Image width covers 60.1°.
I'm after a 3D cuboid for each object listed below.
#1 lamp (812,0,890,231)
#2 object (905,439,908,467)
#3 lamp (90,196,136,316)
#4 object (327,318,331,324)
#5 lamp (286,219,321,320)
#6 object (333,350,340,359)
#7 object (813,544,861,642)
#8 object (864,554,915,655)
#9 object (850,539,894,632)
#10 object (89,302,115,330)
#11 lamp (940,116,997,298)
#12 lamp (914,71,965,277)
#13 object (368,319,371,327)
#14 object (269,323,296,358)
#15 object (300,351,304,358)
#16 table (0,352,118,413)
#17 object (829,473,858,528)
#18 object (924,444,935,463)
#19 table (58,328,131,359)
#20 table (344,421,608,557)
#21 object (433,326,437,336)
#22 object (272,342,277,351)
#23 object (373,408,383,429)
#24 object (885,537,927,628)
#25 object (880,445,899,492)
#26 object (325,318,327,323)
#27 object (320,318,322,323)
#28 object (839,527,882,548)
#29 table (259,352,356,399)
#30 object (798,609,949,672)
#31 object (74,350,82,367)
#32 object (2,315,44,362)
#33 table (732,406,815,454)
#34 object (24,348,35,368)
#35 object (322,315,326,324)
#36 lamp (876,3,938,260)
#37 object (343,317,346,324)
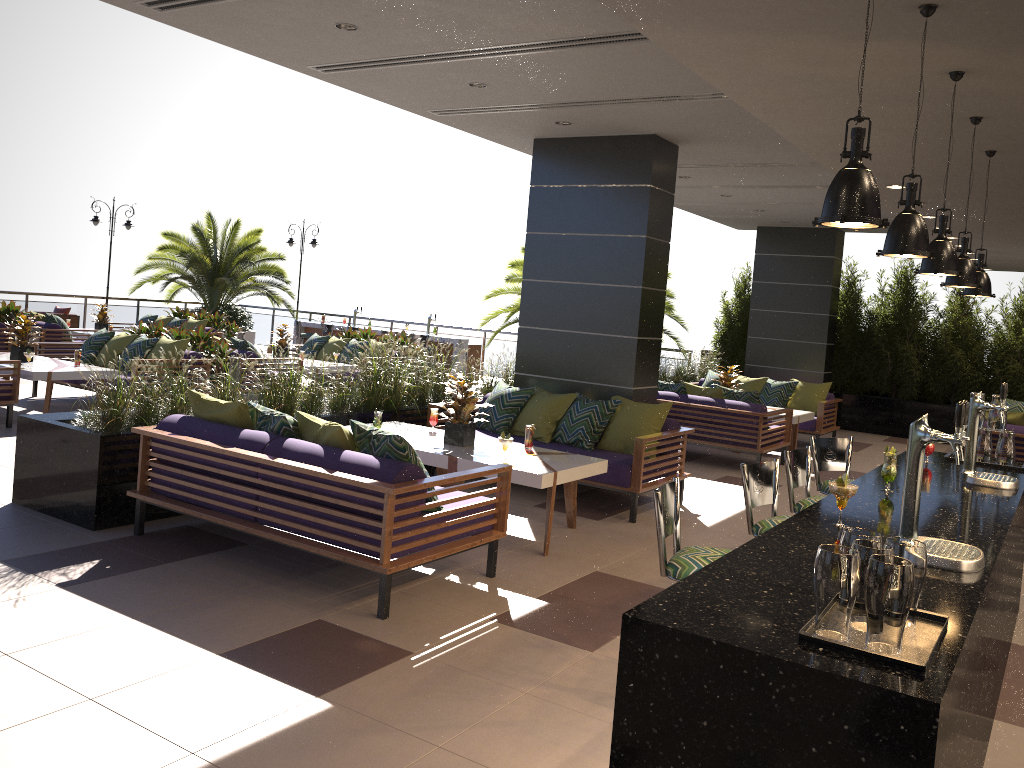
[{"bbox_3d":[0.918,-0.839,2.300,0.162,0.863,0.163,4,2,-15],"label":"lamp"},{"bbox_3d":[2.131,0.385,4.724,0.084,0.189,0.067,3,2,-33],"label":"object"},{"bbox_3d":[-9.108,-2.574,20.012,0.264,3.322,1.121,6,2,32],"label":"lamp"},{"bbox_3d":[-4.033,-1.339,19.419,0.105,0.208,0.105,5,2,7],"label":"object"},{"bbox_3d":[-5.252,-2.419,21.845,1.125,3.322,0.263,6,2,32],"label":"lamp"},{"bbox_3d":[-2.595,-0.402,13.062,0.105,0.197,0.106,4,3,-25],"label":"object"},{"bbox_3d":[0.767,0.496,2.102,0.106,0.208,0.105,6,3,37],"label":"object"},{"bbox_3d":[0.868,0.509,2.046,0.106,0.208,0.105,6,3,37],"label":"object"},{"bbox_3d":[0.880,0.498,2.181,0.106,0.208,0.105,6,3,37],"label":"object"},{"bbox_3d":[-7.179,-1.159,15.473,0.424,0.525,0.432,3,3,-30],"label":"object"},{"bbox_3d":[2.558,-0.932,4.867,0.193,0.862,1.080,6,4,32],"label":"lamp"},{"bbox_3d":[1.857,-0.893,3.770,0.162,0.863,0.163,4,2,-15],"label":"lamp"},{"bbox_3d":[-2.920,-1.238,18.166,0.069,0.211,0.069,5,2,15],"label":"object"},{"bbox_3d":[-3.385,-0.631,13.051,0.426,0.525,0.429,8,4,45],"label":"object"},{"bbox_3d":[-2.967,-0.376,12.513,0.069,0.181,0.069,5,2,20],"label":"object"},{"bbox_3d":[-5.461,0.020,9.895,2.043,0.552,0.941,8,5,32],"label":"table"},{"bbox_3d":[1.236,0.433,3.315,0.105,0.197,0.106,3,3,-30],"label":"object"},{"bbox_3d":[2.460,0.371,5.232,0.069,0.181,0.069,5,2,4],"label":"object"},{"bbox_3d":[-7.161,-0.619,15.504,2.043,0.552,0.941,8,5,32],"label":"table"},{"bbox_3d":[-0.427,0.726,6.631,2.043,0.552,0.941,8,5,32],"label":"table"},{"bbox_3d":[-1.503,-1.033,17.253,0.069,0.197,0.082,4,2,-21],"label":"object"},{"bbox_3d":[-3.694,-0.556,13.781,0.082,0.197,0.069,4,2,-16],"label":"object"},{"bbox_3d":[-1.017,0.287,6.697,0.069,0.211,0.069,5,2,15],"label":"object"},{"bbox_3d":[0.988,0.502,2.240,0.106,0.208,0.105,6,3,37],"label":"object"},{"bbox_3d":[1.769,0.396,4.148,0.069,0.211,0.069,5,2,15],"label":"object"},{"bbox_3d":[-4.101,-1.337,19.334,0.105,0.208,0.105,5,2,7],"label":"object"},{"bbox_3d":[-4.160,-1.351,19.443,0.105,0.208,0.105,5,2,7],"label":"object"},{"bbox_3d":[0.904,0.489,2.308,0.106,0.208,0.105,6,3,37],"label":"object"},{"bbox_3d":[-3.413,-0.096,13.100,2.043,0.552,0.941,8,5,32],"label":"table"},{"bbox_3d":[0.892,0.596,2.165,0.273,0.018,0.437,8,6,32],"label":"object"},{"bbox_3d":[-4.800,-0.289,9.783,0.066,0.189,0.085,4,2,-28],"label":"object"},{"bbox_3d":[-5.430,-0.516,9.859,0.424,0.525,0.432,2,4,-40],"label":"object"},{"bbox_3d":[2.824,0.541,11.719,2.043,0.552,0.941,8,5,32],"label":"table"},{"bbox_3d":[-5.086,-0.275,9.320,0.105,0.197,0.106,4,3,-25],"label":"object"},{"bbox_3d":[-4.018,-1.380,18.866,0.066,0.189,0.085,3,2,-33],"label":"object"},{"bbox_3d":[1.395,-0.866,3.047,0.162,0.863,0.163,4,2,-15],"label":"lamp"},{"bbox_3d":[-3.511,-1.305,18.545,0.069,0.181,0.069,5,2,4],"label":"object"}]
